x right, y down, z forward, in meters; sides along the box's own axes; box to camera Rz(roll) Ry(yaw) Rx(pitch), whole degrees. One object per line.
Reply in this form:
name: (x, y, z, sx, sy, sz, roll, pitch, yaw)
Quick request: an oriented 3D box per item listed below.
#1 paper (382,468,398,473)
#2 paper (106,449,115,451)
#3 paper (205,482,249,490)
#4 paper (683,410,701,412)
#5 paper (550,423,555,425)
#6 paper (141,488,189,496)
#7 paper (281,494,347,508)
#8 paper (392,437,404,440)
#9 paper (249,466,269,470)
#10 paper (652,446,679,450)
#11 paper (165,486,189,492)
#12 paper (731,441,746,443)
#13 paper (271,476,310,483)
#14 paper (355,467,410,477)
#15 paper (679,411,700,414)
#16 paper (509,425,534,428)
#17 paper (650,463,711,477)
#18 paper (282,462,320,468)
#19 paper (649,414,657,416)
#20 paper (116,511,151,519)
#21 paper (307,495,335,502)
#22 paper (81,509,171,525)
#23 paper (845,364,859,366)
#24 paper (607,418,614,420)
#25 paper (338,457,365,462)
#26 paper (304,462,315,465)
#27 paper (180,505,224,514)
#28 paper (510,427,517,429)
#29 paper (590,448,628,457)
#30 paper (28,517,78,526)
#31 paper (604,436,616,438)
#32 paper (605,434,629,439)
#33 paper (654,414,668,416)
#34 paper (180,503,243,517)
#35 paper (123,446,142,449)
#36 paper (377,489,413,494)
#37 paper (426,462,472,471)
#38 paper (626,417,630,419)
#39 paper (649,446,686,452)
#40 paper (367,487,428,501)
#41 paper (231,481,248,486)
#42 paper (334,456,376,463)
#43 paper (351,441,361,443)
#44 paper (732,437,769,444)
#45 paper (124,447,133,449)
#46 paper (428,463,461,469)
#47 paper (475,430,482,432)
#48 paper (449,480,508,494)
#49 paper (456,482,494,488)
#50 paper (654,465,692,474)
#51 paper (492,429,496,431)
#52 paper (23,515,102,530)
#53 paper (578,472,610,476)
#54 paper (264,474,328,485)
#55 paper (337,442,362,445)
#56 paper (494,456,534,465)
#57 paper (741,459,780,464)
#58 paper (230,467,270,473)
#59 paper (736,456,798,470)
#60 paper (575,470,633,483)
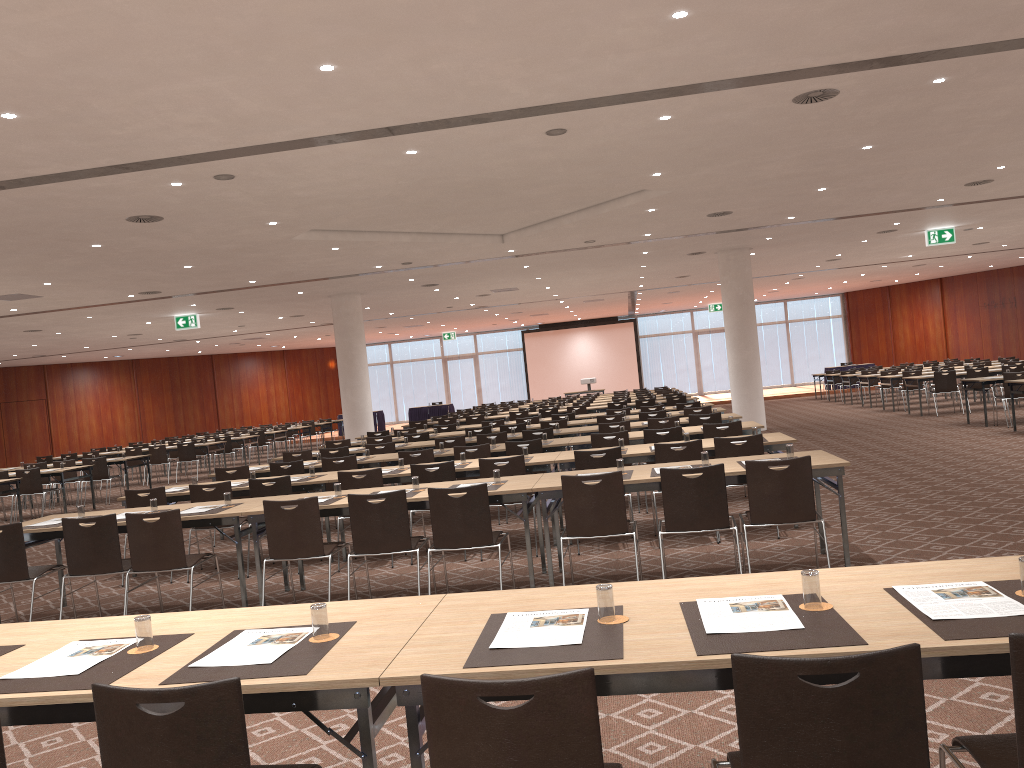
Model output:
paper: (-1.366, 0.904, 9.178, 0.283, 0.006, 0.398, -6, 0, 9)
paper: (-10.949, 1.790, 23.999, 0.460, 0.003, 0.565, -6, 0, 5)
paper: (-2.909, 1.060, 9.316, 0.460, 0.003, 0.565, -6, 0, 6)
paper: (2.978, 0.449, 14.637, 0.283, 0.006, 0.398, -6, 0, 9)
paper: (0.694, 0.674, 14.935, 0.283, 0.006, 0.398, -6, 0, 7)
paper: (-3.562, 1.125, 9.413, 0.460, 0.003, 0.565, -6, 0, 9)
paper: (-1.588, 0.940, 7.094, 0.460, 0.003, 0.565, -6, 0, 8)
paper: (-2.115, 0.955, 15.260, 0.460, 0.003, 0.565, -6, 0, 7)
paper: (-3.325, 1.088, 11.445, 0.283, 0.006, 0.398, -6, 0, 9)
paper: (1.525, 0.620, 8.765, 0.283, 0.006, 0.398, -6, 0, 9)
paper: (-3.596, 1.124, 9.486, 0.283, 0.006, 0.398, -6, 0, 9)
paper: (2.173, 0.556, 8.685, 0.283, 0.006, 0.398, -6, 0, 8)
paper: (-2.317, 0.998, 9.286, 0.283, 0.006, 0.398, -6, 0, 9)
paper: (-1.315, 0.904, 9.087, 0.460, 0.003, 0.565, -6, 0, 8)
paper: (2.975, 0.454, 14.545, 0.460, 0.003, 0.565, -6, 0, 8)
paper: (0.113, 0.735, 14.940, 0.460, 0.003, 0.565, -6, 0, 9)
paper: (1.292, 0.656, 6.755, 0.460, 0.003, 0.565, -6, 0, 10)
paper: (-2.647, 1.025, 11.322, 0.460, 0.003, 0.565, -6, 0, 11)
paper: (2.305, 0.515, 14.723, 0.283, 0.006, 0.398, -6, 0, 8)
paper: (-3.225, 1.097, 7.405, 0.283, 0.006, 0.398, -6, 0, 11)
paper: (-1.604, 0.937, 7.176, 0.283, 0.006, 0.398, -6, 0, 6)
paper: (-3.173, 1.096, 7.334, 0.460, 0.003, 0.565, -6, 0, 10)
paper: (12.419, -0.692, 32.522, 0.460, 0.003, 0.565, -6, 0, 8)
paper: (1.659, 0.579, 14.791, 0.283, 0.006, 0.398, -6, 0, 9)
paper: (-2.047, 0.962, 11.274, 0.283, 0.006, 0.398, -6, 0, 5)
paper: (-2.684, 1.025, 11.363, 0.283, 0.006, 0.398, -6, 0, 7)
paper: (-2.572, 1.032, 7.321, 0.283, 0.006, 0.398, -6, 0, 10)
paper: (0.073, 0.735, 15.034, 0.283, 0.006, 0.398, -6, 0, 11)
paper: (0.909, 0.684, 8.799, 0.460, 0.003, 0.565, -6, 0, 9)
paper: (-3.857, 1.159, 7.493, 0.283, 0.006, 0.398, -6, 0, 8)
paper: (1.136, 0.649, 10.850, 0.283, 0.006, 0.398, -6, 0, 8)
paper: (1.193, 0.647, 10.775, 0.460, 0.003, 0.565, -6, 0, 7)
paper: (2.379, 0.512, 14.667, 0.460, 0.003, 0.565, -6, 0, 7)
paper: (-2.516, 1.031, 7.235, 0.460, 0.003, 0.565, -6, 0, 5)
paper: (-10.297, 1.726, 23.919, 0.460, 0.003, 0.565, -6, 0, 5)
paper: (-0.966, 0.874, 7.092, 0.283, 0.006, 0.398, -6, 0, 8)
paper: (-0.669, 0.840, 9.005, 0.460, 0.003, 0.565, -6, 0, 6)
paper: (1.717, 0.577, 14.728, 0.460, 0.003, 0.565, -6, 0, 7)
paper: (1.584, 0.618, 8.689, 0.460, 0.003, 0.565, -6, 0, 7)
paper: (-0.953, 0.877, 7.040, 0.460, 0.003, 0.565, -6, 0, 7)
paper: (-2.968, 1.062, 9.400, 0.283, 0.006, 0.398, -6, 0, 8)
paper: (-2.025, 0.964, 11.212, 0.460, 0.003, 0.565, -6, 0, 9)
paper: (-2.794, 1.017, 15.419, 0.283, 0.006, 0.398, -6, 0, 10)
paper: (2.231, 0.554, 8.627, 0.460, 0.003, 0.565, -6, 0, 11)
paper: (-10.323, 1.724, 23.995, 0.283, 0.006, 0.398, -6, 0, 5)
paper: (-0.689, 0.838, 9.080, 0.283, 0.006, 0.398, -6, 0, 9)
paper: (-0.562, 0.798, 15.116, 0.283, 0.006, 0.398, -6, 0, 6)
paper: (-0.301, 0.813, 6.974, 0.460, 0.003, 0.565, -6, 0, 9)
paper: (-0.312, 0.810, 7.007, 0.283, 0.006, 0.398, -6, 0, 11)
paper: (1.246, 0.656, 6.819, 0.283, 0.006, 0.398, -6, 0, 6)
paper: (-0.513, 0.797, 15.025, 0.460, 0.003, 0.565, -6, 0, 5)
paper: (-3.800, 1.157, 7.398, 0.460, 0.003, 0.565, -6, 0, 11)
paper: (0.646, 0.715, 6.898, 0.283, 0.006, 0.398, -6, 0, 7)
paper: (-2.246, 0.995, 9.243, 0.460, 0.003, 0.565, -6, 0, 11)
paper: (-2.775, 1.020, 15.363, 0.460, 0.003, 0.565, -6, 0, 6)
paper: (-0.036, 0.778, 8.930, 0.460, 0.003, 0.565, -6, 0, 7)
paper: (1.898, 0.592, 6.685, 0.283, 0.006, 0.398, -6, 0, 7)
paper: (-3.301, 1.090, 11.360, 0.460, 0.003, 0.565, -6, 0, 7)
paper: (1.950, 0.591, 6.647, 0.460, 0.003, 0.565, -6, 0, 8)
paper: (0.694, 0.715, 6.837, 0.460, 0.003, 0.565, -6, 0, 10)
